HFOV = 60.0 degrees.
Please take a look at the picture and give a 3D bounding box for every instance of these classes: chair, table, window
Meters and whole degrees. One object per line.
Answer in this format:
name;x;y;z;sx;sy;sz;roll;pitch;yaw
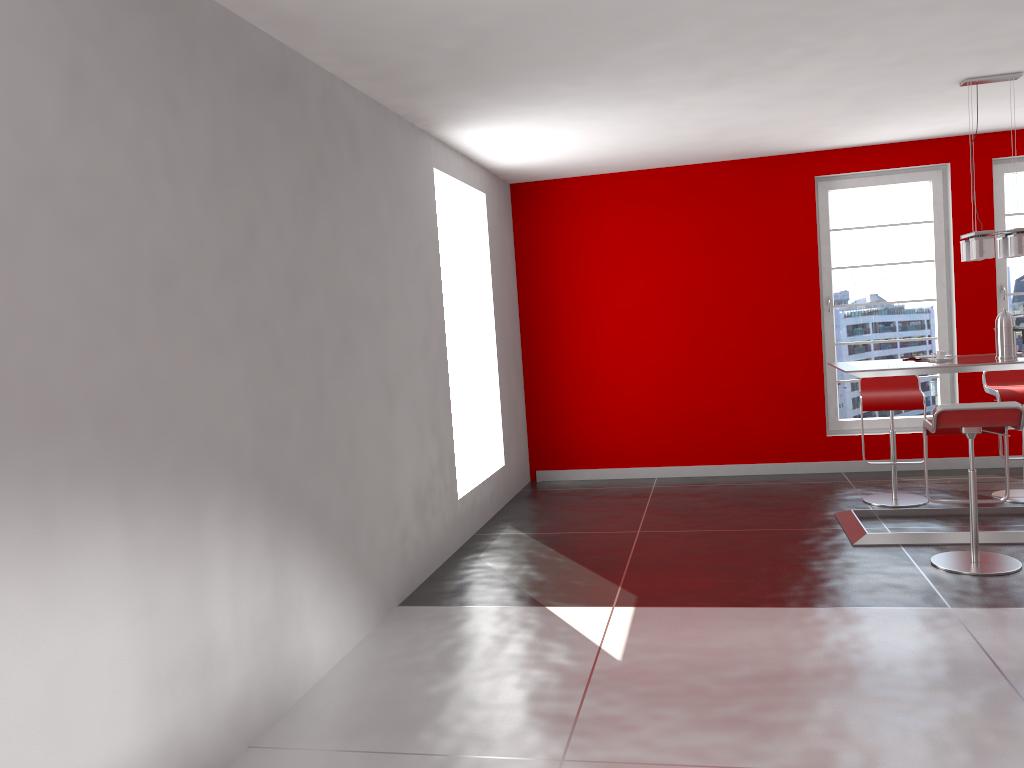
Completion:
chair;2.613;0.374;6.089;0.418;0.857;0.460;-3;4;21
table;2.821;0.347;5.210;1.700;1.000;0.800;-3;4;13
chair;3.422;0.328;5.923;0.418;0.857;0.460;-3;4;15
window;3.012;-0.654;7.178;0.938;2.038;0.117;-3;4;13
chair;2.346;0.500;4.510;0.418;0.857;0.460;-3;4;18
window;4.277;-0.724;6.886;0.938;2.038;0.117;-3;4;13

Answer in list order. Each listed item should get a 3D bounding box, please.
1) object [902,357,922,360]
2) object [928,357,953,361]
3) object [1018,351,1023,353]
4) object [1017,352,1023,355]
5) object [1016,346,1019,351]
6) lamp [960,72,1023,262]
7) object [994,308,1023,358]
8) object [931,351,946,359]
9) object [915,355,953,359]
object;2.466;-0.156;5.505;0.095;0.012;0.234;-3;4;12
object;2.545;-0.146;5.265;0.119;0.016;0.119;-4;4;-7
object;3.067;-0.189;5.373;0.095;0.012;0.234;-3;4;12
object;2.977;-0.177;5.272;0.119;0.016;0.119;-3;4;10
object;2.970;-0.201;5.276;0.062;0.049;0.078;-7;5;-37
lamp;2.763;-1.236;5.089;0.304;1.025;0.304;-3;4;13
object;2.869;-0.297;5.119;0.149;0.287;0.113;-3;4;21
object;2.537;-0.170;5.268;0.078;0.049;0.062;-1;5;36
object;2.600;-0.165;5.471;0.217;0.015;0.217;-1;5;37
